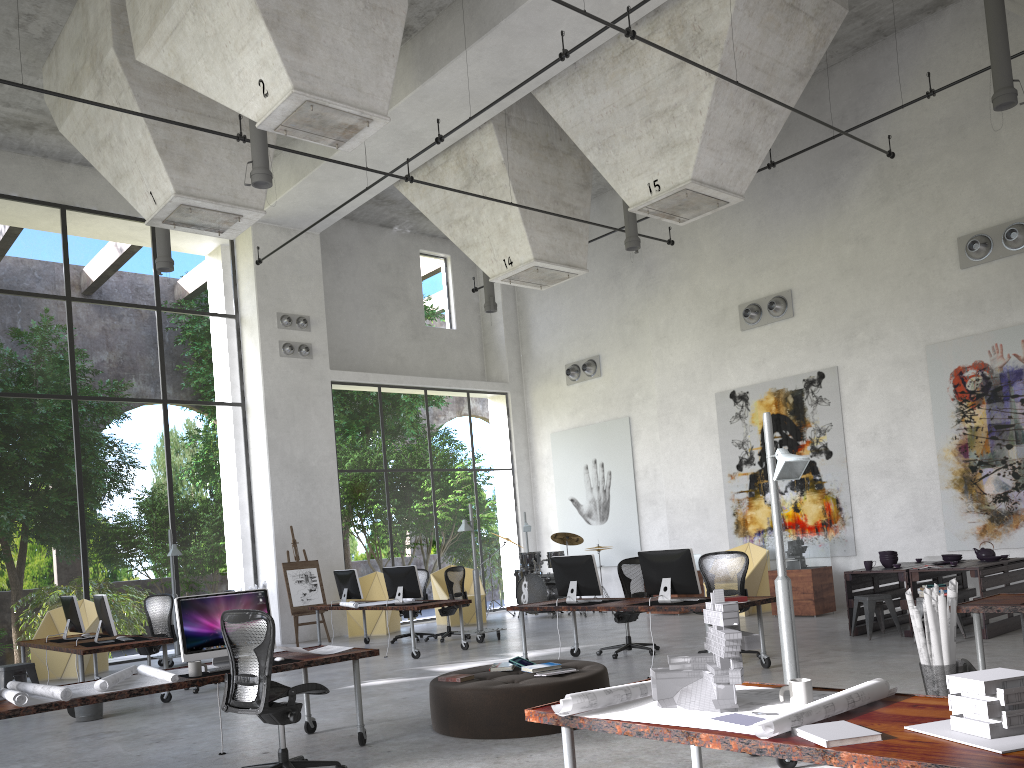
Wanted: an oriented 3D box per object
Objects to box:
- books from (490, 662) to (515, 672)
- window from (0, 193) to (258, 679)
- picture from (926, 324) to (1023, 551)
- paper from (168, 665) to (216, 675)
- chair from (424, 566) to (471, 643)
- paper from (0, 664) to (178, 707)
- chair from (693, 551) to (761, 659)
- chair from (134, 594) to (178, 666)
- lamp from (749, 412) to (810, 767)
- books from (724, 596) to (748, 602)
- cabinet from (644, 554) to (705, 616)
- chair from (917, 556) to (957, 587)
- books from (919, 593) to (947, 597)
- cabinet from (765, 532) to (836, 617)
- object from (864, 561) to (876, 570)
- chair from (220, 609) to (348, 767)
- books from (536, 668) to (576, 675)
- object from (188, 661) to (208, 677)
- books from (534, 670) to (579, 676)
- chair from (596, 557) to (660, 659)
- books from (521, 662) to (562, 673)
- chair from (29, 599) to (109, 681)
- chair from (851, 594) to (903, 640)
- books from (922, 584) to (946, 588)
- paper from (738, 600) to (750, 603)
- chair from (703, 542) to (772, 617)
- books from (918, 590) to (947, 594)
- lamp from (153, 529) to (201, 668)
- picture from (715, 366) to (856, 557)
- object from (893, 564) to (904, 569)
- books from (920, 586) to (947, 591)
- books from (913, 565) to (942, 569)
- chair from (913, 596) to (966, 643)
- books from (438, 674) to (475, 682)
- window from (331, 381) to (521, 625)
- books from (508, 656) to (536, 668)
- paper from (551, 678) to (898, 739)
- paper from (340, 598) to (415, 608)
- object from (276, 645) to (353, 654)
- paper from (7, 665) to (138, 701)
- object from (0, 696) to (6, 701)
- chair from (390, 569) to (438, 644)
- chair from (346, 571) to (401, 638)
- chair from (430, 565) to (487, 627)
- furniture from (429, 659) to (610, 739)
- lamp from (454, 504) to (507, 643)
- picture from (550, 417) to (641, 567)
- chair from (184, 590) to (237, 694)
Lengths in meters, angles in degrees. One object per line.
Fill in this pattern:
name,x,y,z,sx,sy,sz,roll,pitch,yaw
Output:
books,-0.079,2.439,7.580,0.198,0.034,0.288,-6,-10,5
window,-7.274,0.848,14.710,5.956,7.786,0.068,0,-5,-41
picture,6.913,0.724,11.980,0.020,2.995,2.245,-3,-5,-41
paper,-2.334,2.133,6.569,0.484,0.001,0.436,1,-12,-30
chair,-1.070,3.574,14.310,0.795,1.175,0.776,-6,-5,13
paper,-2.865,2.025,5.942,1.076,0.104,0.989,4,-14,-41
chair,2.314,2.434,9.625,0.774,1.175,0.797,-6,-5,18
chair,-4.888,3.444,11.861,0.773,1.175,0.799,-6,-5,13
lamp,1.682,1.241,5.452,0.578,2.136,0.602,-4,-3,-16
books,2.111,2.093,8.522,0.284,0.052,0.206,-3,-10,-9
cabinet,2.871,3.565,15.601,0.742,1.005,0.744,0,-7,-41
chair,5.797,2.745,11.890,0.700,0.812,0.775,-9,-7,34
books,4.697,2.337,9.751,0.285,0.034,0.200,-6,-10,5
cabinet,4.444,2.937,13.540,0.593,1.245,0.752,-1,-6,-41
object,4.340,2.201,10.658,0.131,0.108,0.101,-11,-9,40
chair,-1.603,2.085,5.929,0.775,1.175,0.796,-7,-5,23
books,0.353,2.318,7.080,0.301,0.039,0.223,-4,-10,-6
object,-2.215,2.005,6.190,0.122,0.099,0.089,-3,-6,-12
books,0.357,2.320,7.053,0.300,0.031,0.223,0,-11,-26
chair,1.377,2.721,10.765,0.799,1.175,0.772,-8,-6,33
books,0.247,2.369,7.340,0.284,0.033,0.201,1,-11,-28
chair,-6.845,3.943,13.604,0.980,1.159,0.944,-5,-6,5
chair,4.319,2.764,10.460,0.419,0.485,0.443,-4,-6,-6
books,4.690,2.243,9.757,0.204,0.025,0.146,-6,-10,5
paper,2.138,2.122,8.547,0.293,0.001,0.211,-11,-12,31
chair,3.749,3.237,14.578,0.934,1.159,0.991,0,-8,-42
books,4.695,2.303,9.753,0.284,0.033,0.201,-3,-10,-10
lamp,-5.338,3.369,13.884,0.578,2.136,0.602,-2,-4,-41
picture,4.524,1.433,14.769,0.020,2.994,2.384,-3,-6,-41
object,4.610,2.175,10.494,0.117,0.056,0.138,-11,-11,34
books,4.688,2.272,9.757,0.255,0.032,0.177,-7,-10,10
books,4.824,2.118,10.200,0.306,0.030,0.225,-8,-11,16
chair,4.712,2.596,9.724,0.425,0.485,0.437,-10,-8,44
books,-0.455,2.408,7.196,0.257,0.032,0.175,-13,-13,39
window,-1.631,2.492,18.460,4.559,4.852,0.020,1,-5,-41
books,0.093,2.404,7.556,0.206,0.102,0.145,-11,-10,34
paper,0.868,1.290,3.623,1.089,0.104,0.977,-15,-14,43
paper,-2.094,3.359,13.601,1.074,0.104,0.991,1,-12,-30
object,-1.568,2.098,6.983,0.470,0.085,0.442,3,-13,-37
paper,-3.063,2.021,5.811,0.891,0.102,1.960,-4,-10,-2
object,-3.665,1.937,5.673,0.438,0.302,0.738,-11,-11,38
chair,-1.666,3.685,14.650,0.770,1.175,0.801,-5,-5,-2
chair,-2.621,4.116,16.475,0.981,1.159,0.943,-6,-6,8
chair,-1.026,4.103,17.130,0.977,1.159,0.947,-3,-6,-21
furniture,0.068,2.614,7.359,1.508,0.424,1.530,3,-13,-39
lamp,-0.568,2.936,13.706,0.595,2.136,0.585,-2,-4,-41
picture,1.745,2.382,18.685,0.020,2.994,2.366,-3,-6,-41
chair,-3.659,3.155,10.838,0.778,1.175,0.793,-9,-6,38
